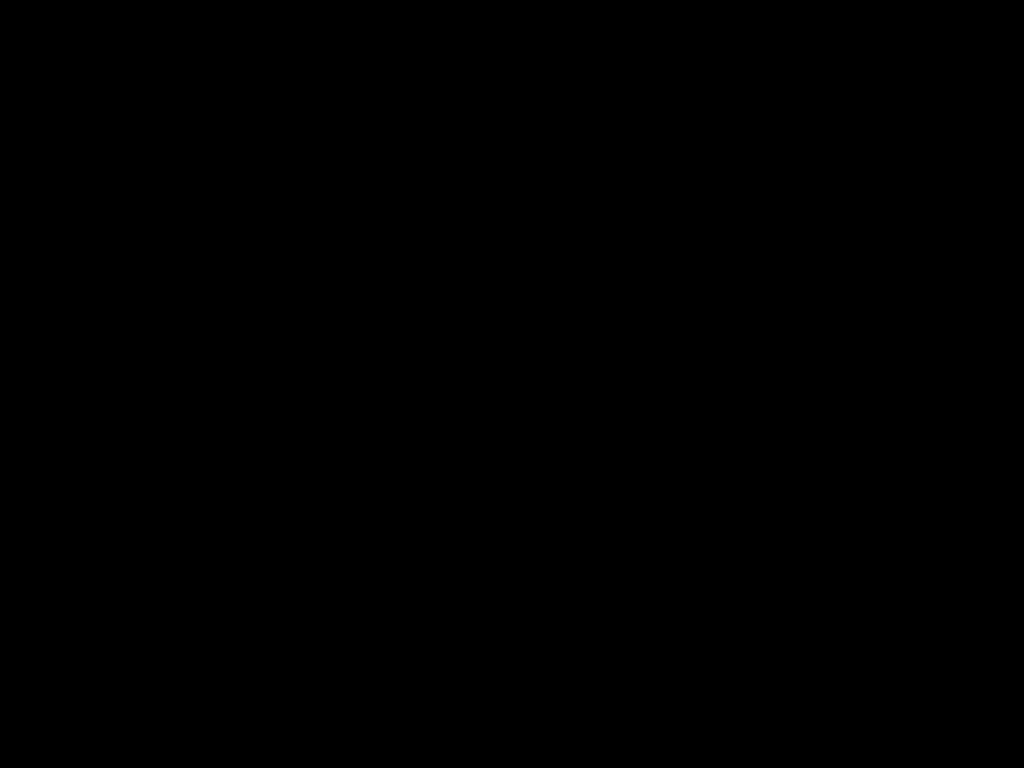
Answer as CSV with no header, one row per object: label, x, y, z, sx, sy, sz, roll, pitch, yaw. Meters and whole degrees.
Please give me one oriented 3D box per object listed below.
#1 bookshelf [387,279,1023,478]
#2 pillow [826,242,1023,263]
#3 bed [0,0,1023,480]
bookshelf,0.495,-0.035,1.946,1.495,0.303,0.643,1,4,37
pillow,0.594,-0.279,1.541,0.498,0.241,0.470,-1,3,2
bed,-0.607,-0.269,0.468,2.087,0.994,3.009,1,4,37
